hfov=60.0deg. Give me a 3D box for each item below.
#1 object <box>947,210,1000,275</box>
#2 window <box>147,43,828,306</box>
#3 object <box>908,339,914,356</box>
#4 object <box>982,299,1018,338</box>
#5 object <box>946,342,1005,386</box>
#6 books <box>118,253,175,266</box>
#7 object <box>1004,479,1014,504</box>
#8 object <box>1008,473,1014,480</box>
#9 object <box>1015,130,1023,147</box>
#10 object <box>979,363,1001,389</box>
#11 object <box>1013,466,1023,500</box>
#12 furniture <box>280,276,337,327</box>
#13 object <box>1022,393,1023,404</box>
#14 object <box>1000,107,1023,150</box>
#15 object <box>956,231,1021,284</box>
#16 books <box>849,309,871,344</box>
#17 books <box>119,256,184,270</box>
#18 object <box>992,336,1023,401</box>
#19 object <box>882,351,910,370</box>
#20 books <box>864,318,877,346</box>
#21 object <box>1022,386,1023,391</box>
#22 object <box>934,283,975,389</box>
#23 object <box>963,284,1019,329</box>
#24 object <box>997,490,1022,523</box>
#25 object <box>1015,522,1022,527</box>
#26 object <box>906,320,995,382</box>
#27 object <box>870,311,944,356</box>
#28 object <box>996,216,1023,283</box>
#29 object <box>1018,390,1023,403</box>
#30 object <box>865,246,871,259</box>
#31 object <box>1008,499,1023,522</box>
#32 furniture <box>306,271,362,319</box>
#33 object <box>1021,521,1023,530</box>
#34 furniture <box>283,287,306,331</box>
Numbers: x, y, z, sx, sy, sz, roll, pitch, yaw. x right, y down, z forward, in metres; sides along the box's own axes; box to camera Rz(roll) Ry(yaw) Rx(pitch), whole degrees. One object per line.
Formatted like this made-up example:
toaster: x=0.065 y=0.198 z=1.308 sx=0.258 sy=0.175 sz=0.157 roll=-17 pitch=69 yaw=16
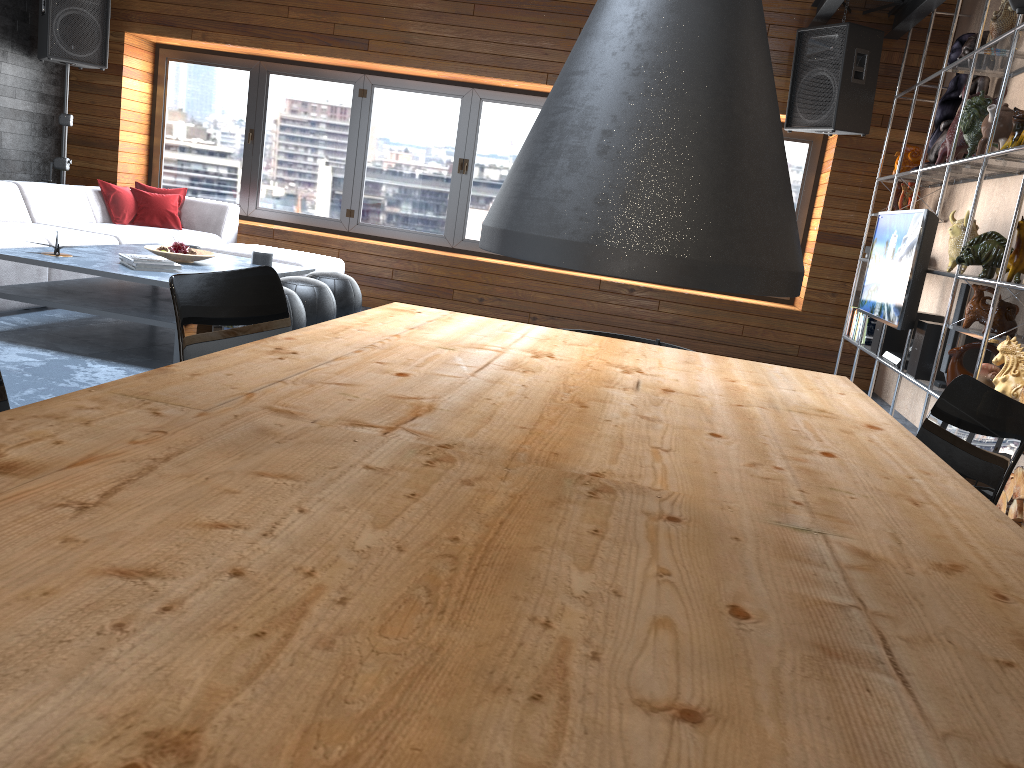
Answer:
object: x=2.309 y=-0.692 z=4.406 sx=0.325 sy=0.309 sz=0.154 roll=7 pitch=11 yaw=-7
window: x=-0.421 y=-1.838 z=7.596 sx=5.936 sy=1.521 sz=0.101 roll=10 pitch=11 yaw=8
object: x=2.381 y=-0.196 z=5.171 sx=0.080 sy=0.101 sz=0.223 roll=10 pitch=12 yaw=8
object: x=2.180 y=-0.290 z=3.933 sx=0.210 sy=0.168 sz=0.105 roll=-2 pitch=15 yaw=-40
object: x=2.172 y=-0.057 z=4.177 sx=0.249 sy=0.290 sz=0.114 roll=16 pitch=14 yaw=33
books: x=-1.892 y=-0.646 z=4.595 sx=0.210 sy=0.017 sz=0.266 roll=-1 pitch=15 yaw=-39
object: x=1.947 y=0.398 z=3.171 sx=0.329 sy=0.107 sz=0.128 roll=10 pitch=12 yaw=8
object: x=1.959 y=0.411 z=3.261 sx=0.310 sy=0.120 sz=0.111 roll=10 pitch=11 yaw=7
object: x=2.352 y=-1.140 z=3.834 sx=0.290 sy=0.290 sz=0.097 roll=10 pitch=11 yaw=7
object: x=2.124 y=0.014 z=3.954 sx=0.119 sy=0.220 sz=0.212 roll=19 pitch=15 yaw=41
object: x=1.915 y=0.375 z=3.050 sx=0.321 sy=0.128 sz=0.164 roll=10 pitch=12 yaw=8
furniture: x=-1.194 y=-0.371 z=4.973 sx=0.402 sy=0.462 sz=0.401 roll=14 pitch=13 yaw=28
object: x=1.997 y=0.090 z=3.100 sx=0.374 sy=0.131 sz=0.115 roll=9 pitch=11 yaw=4
object: x=2.386 y=-1.130 z=4.007 sx=0.272 sy=0.207 sz=0.137 roll=11 pitch=12 yaw=12
object: x=2.268 y=-0.582 z=4.072 sx=0.192 sy=0.221 sz=0.403 roll=-3 pitch=16 yaw=-44
books: x=2.534 y=-0.402 z=6.308 sx=0.139 sy=0.208 sz=0.461 roll=10 pitch=12 yaw=8
books: x=-1.889 y=-0.635 z=4.641 sx=0.239 sy=0.021 sz=0.299 roll=-1 pitch=15 yaw=-39
object: x=2.098 y=0.010 z=3.591 sx=0.170 sy=0.363 sz=0.376 roll=3 pitch=13 yaw=-25
object: x=2.375 y=-0.118 z=5.186 sx=0.325 sy=0.058 sz=0.360 roll=10 pitch=12 yaw=8
books: x=2.511 y=-0.352 z=6.106 sx=0.138 sy=0.185 sz=0.081 roll=10 pitch=11 yaw=8
object: x=2.022 y=0.015 z=3.171 sx=0.331 sy=0.110 sz=0.107 roll=10 pitch=11 yaw=6
object: x=2.265 y=-0.240 z=4.493 sx=0.112 sy=0.533 sz=0.112 roll=10 pitch=11 yaw=8
object: x=2.243 y=-0.345 z=4.143 sx=0.217 sy=0.214 sz=0.108 roll=16 pitch=14 yaw=33
object: x=1.921 y=0.478 z=3.227 sx=0.286 sy=0.143 sz=0.143 roll=10 pitch=12 yaw=8
object: x=1.923 y=0.565 z=3.149 sx=0.330 sy=0.098 sz=0.104 roll=9 pitch=11 yaw=5
object: x=2.338 y=-0.158 z=4.737 sx=0.343 sy=0.303 sz=0.175 roll=10 pitch=11 yaw=8
object: x=2.494 y=-0.315 z=5.613 sx=0.343 sy=0.303 sz=0.175 roll=10 pitch=11 yaw=8
object: x=2.250 y=-0.565 z=3.810 sx=0.290 sy=0.290 sz=0.097 roll=6 pitch=12 yaw=-11
object: x=2.014 y=0.104 z=3.203 sx=0.321 sy=0.109 sz=0.110 roll=10 pitch=12 yaw=9
object: x=2.658 y=-0.901 z=6.166 sx=0.320 sy=0.114 sz=0.405 roll=10 pitch=12 yaw=8
object: x=1.931 y=0.471 z=3.097 sx=0.331 sy=0.110 sz=0.101 roll=10 pitch=12 yaw=10
furniture: x=-1.136 y=-0.467 z=5.488 sx=0.401 sy=0.462 sz=0.402 roll=-2 pitch=15 yaw=-41
object: x=1.927 y=0.546 z=3.055 sx=0.288 sy=0.118 sz=0.147 roll=9 pitch=11 yaw=4
furniture: x=-1.249 y=-0.276 z=4.475 sx=0.401 sy=0.462 sz=0.402 roll=13 pitch=12 yaw=23
